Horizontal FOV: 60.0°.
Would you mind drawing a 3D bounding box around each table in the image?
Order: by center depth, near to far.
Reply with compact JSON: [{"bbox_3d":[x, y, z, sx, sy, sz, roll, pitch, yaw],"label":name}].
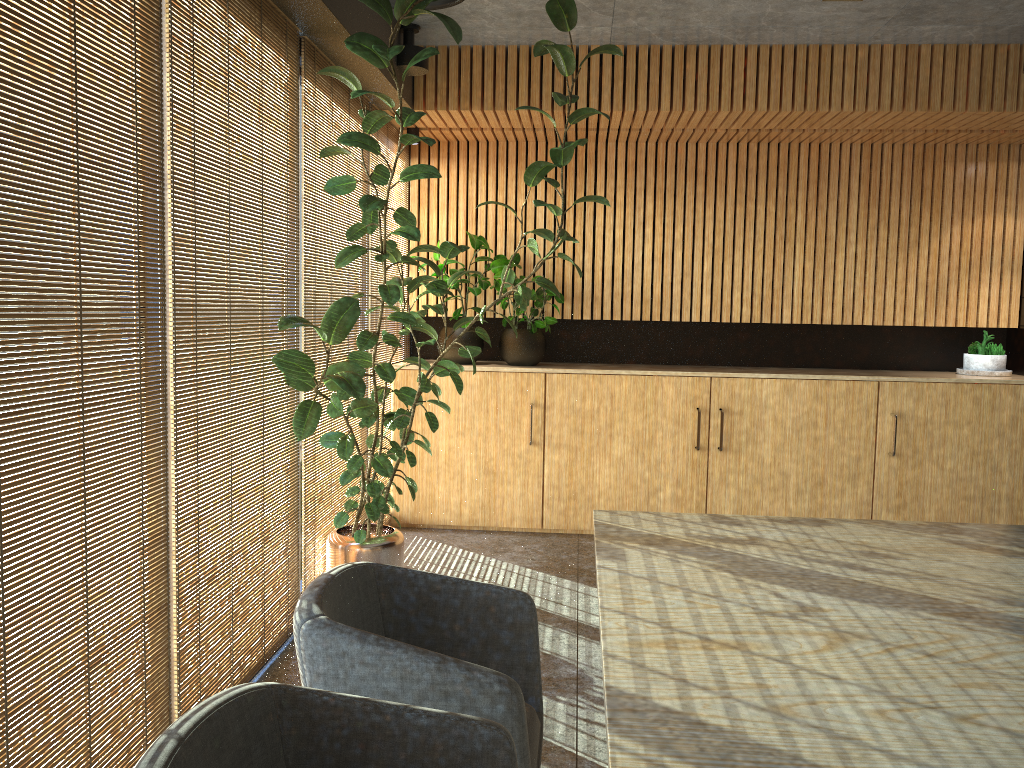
[{"bbox_3d":[1.067,1.142,1.520,1.816,0.927,3.932,1,5,4],"label":"table"}]

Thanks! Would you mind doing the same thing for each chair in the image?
[{"bbox_3d":[-0.287,1.100,1.620,0.761,0.944,0.706,1,5,4],"label":"chair"},{"bbox_3d":[-0.219,1.027,2.514,0.761,0.944,0.706,1,5,4],"label":"chair"}]

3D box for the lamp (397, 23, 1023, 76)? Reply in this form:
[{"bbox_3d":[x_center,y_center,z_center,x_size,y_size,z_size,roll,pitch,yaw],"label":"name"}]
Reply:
[{"bbox_3d":[1.296,-2.101,5.518,4.179,0.294,0.257,1,5,4],"label":"lamp"}]

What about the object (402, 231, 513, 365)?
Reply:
[{"bbox_3d":[-0.455,-0.687,7.030,0.640,1.054,0.666,-4,7,-44],"label":"object"}]

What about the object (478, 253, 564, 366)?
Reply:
[{"bbox_3d":[0.054,-0.586,6.984,0.679,0.880,0.512,2,5,8],"label":"object"}]

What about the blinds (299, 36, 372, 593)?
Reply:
[{"bbox_3d":[-1.033,-0.312,5.314,0.039,3.038,1.422,1,5,4],"label":"blinds"}]

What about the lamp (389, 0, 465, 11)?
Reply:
[{"bbox_3d":[-0.439,-1.903,3.799,0.513,0.497,0.513,-1,5,-25],"label":"lamp"}]

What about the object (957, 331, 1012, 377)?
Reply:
[{"bbox_3d":[3.687,-0.242,6.909,0.384,0.347,0.384,4,5,27],"label":"object"}]

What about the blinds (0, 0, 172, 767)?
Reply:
[{"bbox_3d":[-1.258,-0.069,2.371,0.039,3.038,1.422,1,5,4],"label":"blinds"}]

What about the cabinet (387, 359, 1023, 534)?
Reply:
[{"bbox_3d":[1.499,0.514,7.067,4.954,1.272,1.006,1,5,4],"label":"cabinet"}]

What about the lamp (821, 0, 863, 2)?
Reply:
[{"bbox_3d":[1.090,-1.577,1.307,0.151,0.618,4.009,1,5,4],"label":"lamp"}]

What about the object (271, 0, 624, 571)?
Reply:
[{"bbox_3d":[-0.631,-0.335,4.742,1.958,3.266,1.875,6,7,43],"label":"object"}]

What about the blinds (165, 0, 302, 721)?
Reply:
[{"bbox_3d":[-1.146,-0.190,3.830,0.039,3.038,1.422,1,5,4],"label":"blinds"}]

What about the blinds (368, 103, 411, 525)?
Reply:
[{"bbox_3d":[-0.921,-0.433,6.773,0.039,3.038,1.422,1,5,4],"label":"blinds"}]
